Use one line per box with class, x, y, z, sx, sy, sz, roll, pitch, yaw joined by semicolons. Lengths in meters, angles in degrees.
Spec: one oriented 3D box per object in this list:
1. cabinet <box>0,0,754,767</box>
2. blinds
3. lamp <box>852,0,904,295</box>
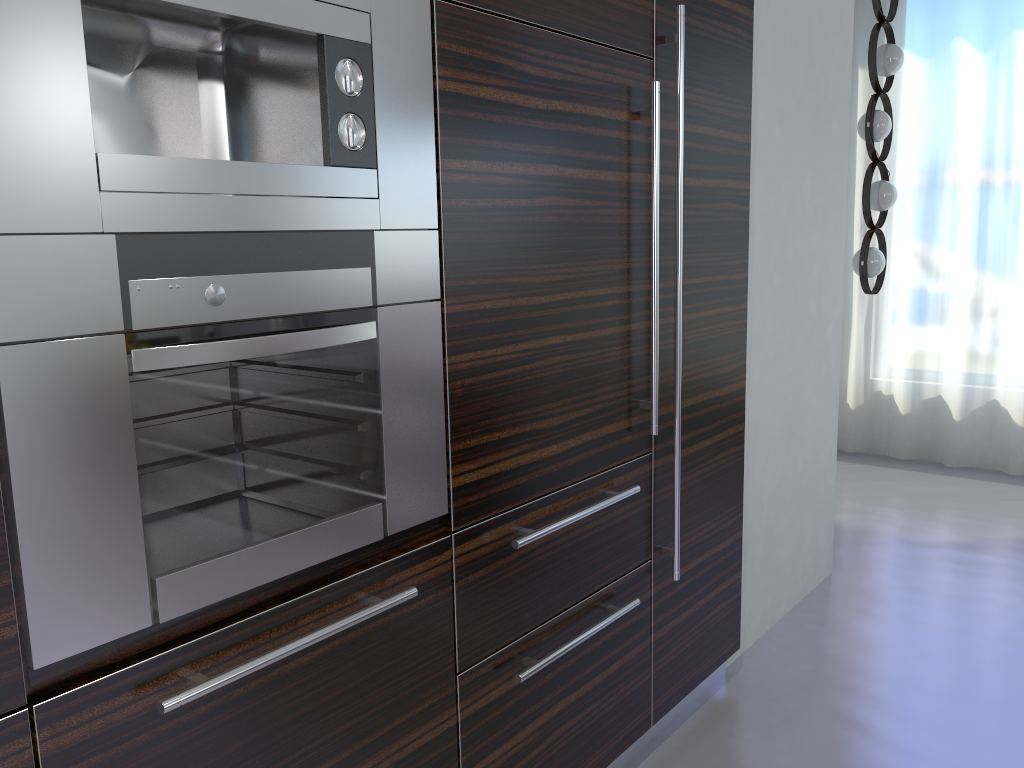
cabinet;-0.597;-0.018;1.554;0.669;2.500;3.600;6;12;38
blinds;3.322;-0.956;4.751;3.245;3.112;0.120;6;12;38
lamp;1.869;-1.640;4.476;0.180;2.370;0.367;5;11;31
